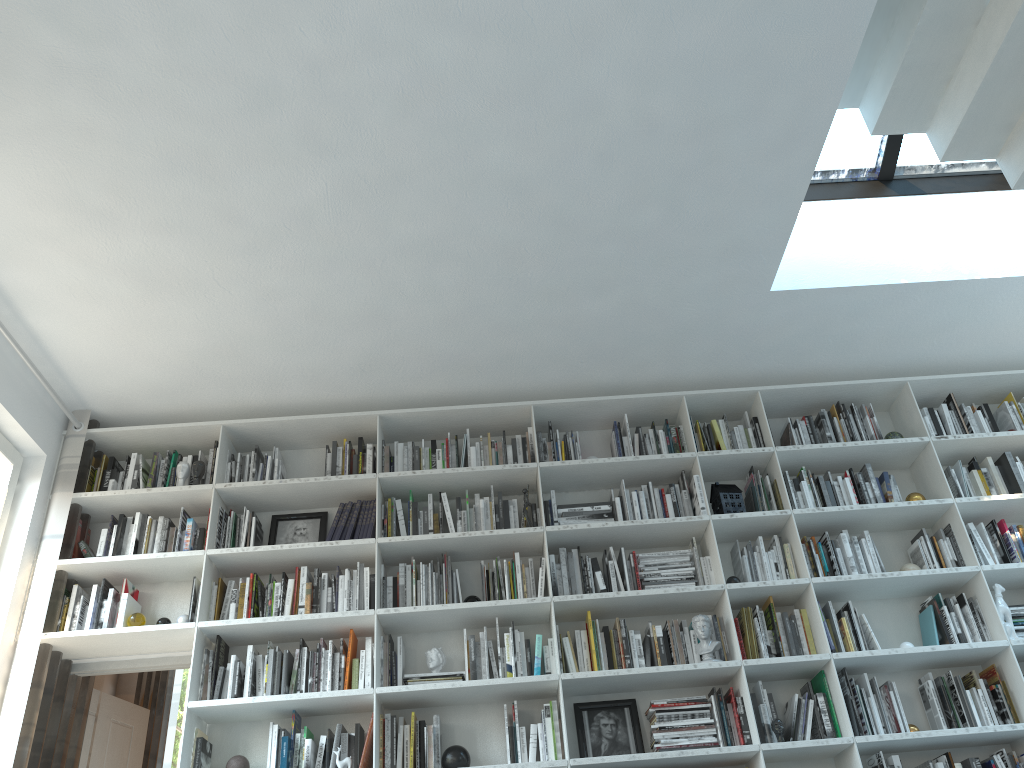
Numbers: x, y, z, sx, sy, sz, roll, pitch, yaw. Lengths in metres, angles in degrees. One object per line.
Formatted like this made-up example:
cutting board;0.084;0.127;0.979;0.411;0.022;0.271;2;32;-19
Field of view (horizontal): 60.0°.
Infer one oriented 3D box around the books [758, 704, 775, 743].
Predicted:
books;1.158;1.596;4.086;0.027;0.191;0.183;-4;-34;-2

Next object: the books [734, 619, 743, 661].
books;1.089;1.287;4.321;0.014;0.243;0.146;-4;-34;-2

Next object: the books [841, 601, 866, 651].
books;1.671;1.228;4.349;0.013;0.286;0.159;-4;-34;-2

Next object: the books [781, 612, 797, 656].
books;1.327;1.255;4.302;0.027;0.240;0.189;-4;-34;-2

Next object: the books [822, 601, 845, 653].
books;1.557;1.225;4.321;0.013;0.277;0.193;-4;-34;-2

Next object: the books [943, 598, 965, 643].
books;2.151;1.205;4.355;0.018;0.261;0.166;-4;-34;-2

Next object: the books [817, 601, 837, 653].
books;1.512;1.233;4.335;0.035;0.286;0.192;-4;-34;-2

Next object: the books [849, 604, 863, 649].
books;1.662;1.234;4.344;0.006;0.272;0.168;-4;-34;-2

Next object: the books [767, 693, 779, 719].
books;1.212;1.583;4.125;0.035;0.247;0.141;-4;-34;-2

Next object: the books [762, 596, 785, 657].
books;1.282;1.230;4.345;0.021;0.336;0.170;-4;-34;-2

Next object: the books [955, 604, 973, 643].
books;2.183;1.215;4.340;0.012;0.223;0.179;-4;-34;-2

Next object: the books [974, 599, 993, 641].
books;2.294;1.201;4.353;0.010;0.244;0.159;-4;-34;-2

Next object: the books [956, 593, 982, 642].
books;2.222;1.188;4.350;0.012;0.272;0.185;-4;-34;-2

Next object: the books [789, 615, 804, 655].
books;1.377;1.269;4.327;0.028;0.238;0.146;-4;-34;-2

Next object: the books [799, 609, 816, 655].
books;1.438;1.257;4.343;0.033;0.267;0.142;-4;-34;-2

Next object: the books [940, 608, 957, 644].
books;2.109;1.228;4.337;0.006;0.208;0.189;-4;-34;-2

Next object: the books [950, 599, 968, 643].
books;2.168;1.206;4.355;0.015;0.258;0.153;-4;-34;-2

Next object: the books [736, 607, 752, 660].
books;1.132;1.256;4.324;0.035;0.291;0.146;-4;-34;-2

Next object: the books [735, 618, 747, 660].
books;1.104;1.292;4.332;0.013;0.245;0.177;-4;-34;-2

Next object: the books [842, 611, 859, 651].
books;1.646;1.250;4.338;0.017;0.241;0.133;-4;-34;-2

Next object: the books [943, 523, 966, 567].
books;2.260;0.882;4.560;0.005;0.276;0.183;-4;-34;-2

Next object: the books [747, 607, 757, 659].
books;1.158;1.252;4.321;0.035;0.291;0.146;-4;-34;-2

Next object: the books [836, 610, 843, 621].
books;1.613;1.250;4.333;0.008;0.241;0.170;-4;-34;-2

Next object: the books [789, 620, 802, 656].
books;1.353;1.274;4.300;0.034;0.203;0.182;-4;-34;-2

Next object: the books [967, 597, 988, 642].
books;2.260;1.197;4.349;0.011;0.251;0.170;-4;-34;-2

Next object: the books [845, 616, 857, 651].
books;1.636;1.257;4.319;0.007;0.210;0.159;-4;-34;-2

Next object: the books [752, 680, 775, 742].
books;1.174;1.556;4.131;0.013;0.305;0.142;-4;-34;-2

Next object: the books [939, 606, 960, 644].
books;2.118;1.224;4.340;0.013;0.218;0.188;-4;-34;-2

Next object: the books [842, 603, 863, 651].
books;1.657;1.233;4.339;0.006;0.268;0.179;-4;-34;-2

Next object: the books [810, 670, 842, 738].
books;1.466;1.526;4.141;0.014;0.323;0.184;-4;-34;-2

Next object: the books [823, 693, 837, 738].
books;1.452;1.569;4.116;0.021;0.225;0.149;-4;-34;-2

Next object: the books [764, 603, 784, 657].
books;1.271;1.239;4.317;0.019;0.291;0.183;-4;-34;-2

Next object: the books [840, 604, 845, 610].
books;1.683;1.246;4.388;0.011;0.298;0.089;-4;-34;-2

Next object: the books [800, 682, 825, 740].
books;1.404;1.553;4.138;0.013;0.284;0.139;-4;-34;-2

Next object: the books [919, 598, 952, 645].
books;2.085;1.211;4.356;0.021;0.263;0.175;-4;-34;-2

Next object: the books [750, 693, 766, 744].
books;1.128;1.584;4.119;0.028;0.251;0.143;-4;-34;-2

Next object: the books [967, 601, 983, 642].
books;2.249;1.211;4.361;0.013;0.243;0.159;-4;-34;-2

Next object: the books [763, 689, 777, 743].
books;1.188;1.577;4.128;0.012;0.264;0.158;-4;-34;-2

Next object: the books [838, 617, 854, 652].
books;1.603;1.257;4.297;0.017;0.191;0.192;-4;-34;-2

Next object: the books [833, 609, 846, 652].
books;1.585;1.249;4.340;0.013;0.254;0.145;-4;-34;-2

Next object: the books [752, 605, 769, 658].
books;1.207;1.250;4.326;0.019;0.292;0.164;-4;-34;-2

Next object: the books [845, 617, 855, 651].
books;1.625;1.263;4.325;0.014;0.208;0.157;-4;-34;-2

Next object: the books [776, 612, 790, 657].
books;1.304;1.266;4.325;0.033;0.251;0.175;-4;-34;-2

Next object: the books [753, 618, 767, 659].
books;1.192;1.279;4.311;0.015;0.230;0.181;-4;-34;-2

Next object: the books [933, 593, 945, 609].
books;2.128;1.200;4.375;0.013;0.294;0.154;-4;-34;-2

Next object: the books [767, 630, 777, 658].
books;1.256;1.309;4.318;0.030;0.180;0.132;-4;-34;-2

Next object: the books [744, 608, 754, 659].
books;1.145;1.261;4.333;0.035;0.291;0.146;-4;-34;-2

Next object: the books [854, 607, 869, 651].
books;1.695;1.245;4.347;0.007;0.252;0.162;-4;-34;-2

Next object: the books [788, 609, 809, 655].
books;1.400;1.253;4.331;0.032;0.265;0.143;-4;-34;-2

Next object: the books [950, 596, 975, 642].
books;2.200;1.202;4.367;0.032;0.273;0.155;-4;-34;-2

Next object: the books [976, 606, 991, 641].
books;2.279;1.221;4.351;0.023;0.211;0.165;-4;-34;-2

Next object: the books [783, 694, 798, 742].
books;1.279;1.574;4.098;0.095;0.227;0.191;-4;-34;-2

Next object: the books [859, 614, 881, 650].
books;1.726;1.247;4.313;0.051;0.209;0.177;-4;-34;-2

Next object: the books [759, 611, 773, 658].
books;1.227;1.269;4.341;0.035;0.276;0.140;-4;-34;-2

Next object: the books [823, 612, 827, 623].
books;1.535;1.260;4.340;0.007;0.243;0.146;-4;-34;-2

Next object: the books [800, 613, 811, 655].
books;1.419;1.268;4.339;0.019;0.246;0.149;-4;-34;-2

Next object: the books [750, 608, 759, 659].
books;1.170;1.260;4.334;0.035;0.291;0.146;-4;-34;-2

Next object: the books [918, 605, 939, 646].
books;2.049;1.227;4.354;0.056;0.239;0.154;-4;-34;-2

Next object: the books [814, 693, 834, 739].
books;1.427;1.566;4.104;0.029;0.222;0.172;-4;-34;-2
